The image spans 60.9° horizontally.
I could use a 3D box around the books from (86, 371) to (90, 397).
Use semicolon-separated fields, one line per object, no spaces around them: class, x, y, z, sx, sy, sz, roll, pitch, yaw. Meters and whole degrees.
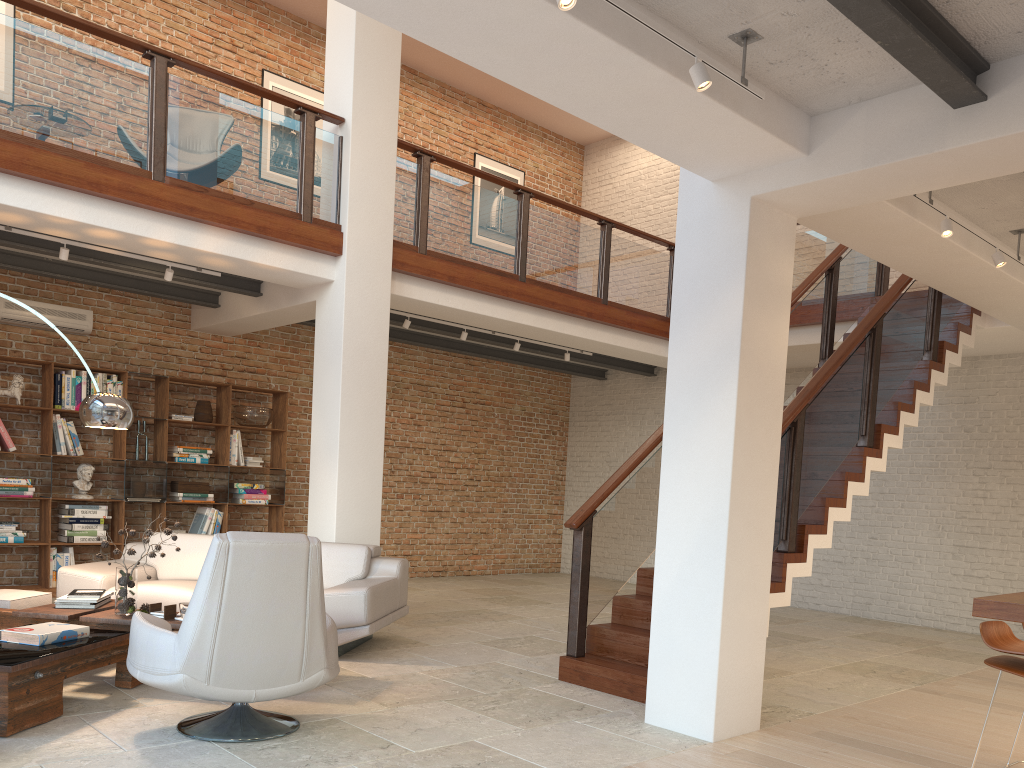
books;-4.114;0.079;8.380;0.036;0.384;0.242;0;3;-43

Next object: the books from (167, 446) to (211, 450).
books;-3.380;0.669;9.114;0.358;0.020;0.271;10;-9;-44

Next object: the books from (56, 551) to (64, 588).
books;-4.361;1.772;8.344;0.057;0.330;0.253;0;2;-43

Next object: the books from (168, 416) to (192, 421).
books;-3.416;0.362;8.964;0.207;0.034;0.132;9;-9;-42

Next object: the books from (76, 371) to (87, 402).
books;-4.134;0.074;8.348;0.036;0.384;0.242;0;3;-43

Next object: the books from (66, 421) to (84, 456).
books;-4.212;0.523;8.334;0.158;0.329;0.253;1;1;-43

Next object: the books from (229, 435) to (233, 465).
books;-3.085;0.708;9.373;0.055;0.330;0.253;0;2;-43

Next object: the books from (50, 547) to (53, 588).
books;-4.416;1.734;8.280;0.036;0.384;0.242;0;3;-43

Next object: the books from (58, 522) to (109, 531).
books;-4.158;1.383;8.467;0.243;0.064;0.383;-1;-8;34

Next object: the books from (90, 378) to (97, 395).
books;-4.071;0.112;8.403;0.055;0.330;0.253;0;2;-43

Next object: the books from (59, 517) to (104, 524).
books;-4.167;1.318;8.436;0.254;0.055;0.329;-3;-9;42

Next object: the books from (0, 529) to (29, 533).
books;-4.679;1.348;7.998;0.243;0.018;0.382;-3;-9;40

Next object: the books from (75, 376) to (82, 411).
books;-4.184;0.097;8.332;0.055;0.330;0.253;0;2;-43

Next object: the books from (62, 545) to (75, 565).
books;-4.283;1.758;8.434;0.079;0.385;0.242;0;3;-43

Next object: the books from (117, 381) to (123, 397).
books;-3.910;0.143;8.594;0.055;0.330;0.253;0;2;-43

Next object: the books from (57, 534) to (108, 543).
books;-4.170;1.502;8.466;0.243;0.064;0.382;-2;-9;41

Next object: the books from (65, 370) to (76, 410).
books;-4.207;0.063;8.288;0.036;0.384;0.242;0;3;-43

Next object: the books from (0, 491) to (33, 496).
books;-4.638;0.993;7.993;0.243;0.036;0.382;-3;-9;42

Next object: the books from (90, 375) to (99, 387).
books;-4.052;0.103;8.439;0.021;0.359;0.270;0;2;-43

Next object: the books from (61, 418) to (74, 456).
books;-4.267;0.506;8.290;0.125;0.349;0.270;1;1;-43

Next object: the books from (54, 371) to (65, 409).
books;-4.280;0.067;8.241;0.021;0.359;0.270;0;2;-43

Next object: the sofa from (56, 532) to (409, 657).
sofa;-2.035;1.554;6.594;2.327;0.757;1.149;2;-4;7

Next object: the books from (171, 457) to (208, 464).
books;-3.376;0.800;9.119;0.328;0.055;0.254;7;-8;-32

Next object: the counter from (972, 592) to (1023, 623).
counter;3.230;1.330;3.074;1.697;0.918;2.490;7;-7;-42

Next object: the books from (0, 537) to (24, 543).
books;-4.681;1.423;8.007;0.328;0.055;0.254;7;-8;-32

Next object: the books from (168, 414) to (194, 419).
books;-3.424;0.335;8.963;0.170;0.019;0.238;-3;-9;40

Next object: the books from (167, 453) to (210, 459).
books;-3.394;0.751;9.108;0.382;0.036;0.244;9;-9;-42

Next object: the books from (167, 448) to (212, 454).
books;-3.366;0.697;9.103;0.243;0.036;0.382;-3;-9;41

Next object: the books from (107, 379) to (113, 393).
books;-3.966;0.131;8.512;0.055;0.330;0.253;0;2;-43

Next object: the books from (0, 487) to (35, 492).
books;-4.623;0.958;7.993;0.243;0.036;0.382;-3;-9;41

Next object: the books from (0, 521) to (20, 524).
books;-4.681;1.270;8.001;0.254;0.017;0.162;9;-9;-42

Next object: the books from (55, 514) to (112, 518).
books;-4.162;1.283;8.454;0.447;0.020;0.271;9;-9;-42

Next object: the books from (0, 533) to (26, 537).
books;-4.699;1.374;7.996;0.382;0.036;0.244;9;-9;-42

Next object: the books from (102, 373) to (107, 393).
books;-4.003;0.098;8.483;0.036;0.384;0.242;0;3;-43

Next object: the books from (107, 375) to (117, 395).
books;-3.934;0.109;8.547;0.036;0.384;0.242;0;3;-43

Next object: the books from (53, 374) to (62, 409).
books;-4.310;0.077;8.216;0.055;0.330;0.253;0;2;-43

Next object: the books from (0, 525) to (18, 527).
books;-4.703;1.296;8.012;0.170;0.019;0.238;-3;-9;40

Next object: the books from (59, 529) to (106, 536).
books;-4.180;1.443;8.475;0.364;0.055;0.282;9;-9;-40

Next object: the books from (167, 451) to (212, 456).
books;-3.375;0.725;9.110;0.243;0.018;0.382;-3;-9;40

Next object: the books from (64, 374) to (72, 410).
books;-4.240;0.085;8.255;0.055;0.330;0.253;0;2;-43

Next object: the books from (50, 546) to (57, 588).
books;-4.400;1.740;8.317;0.036;0.384;0.242;0;3;-43

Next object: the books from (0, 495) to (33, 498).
books;-4.637;1.024;8.006;0.358;0.020;0.271;9;-9;-42

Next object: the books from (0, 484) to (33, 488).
books;-4.637;0.930;8.004;0.358;0.020;0.271;10;-9;-44

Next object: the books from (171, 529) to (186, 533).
books;-3.517;1.541;9.102;0.205;0.034;0.133;-3;-9;42

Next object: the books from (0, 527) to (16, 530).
books;-4.695;1.323;8.012;0.207;0.034;0.132;9;-9;-42

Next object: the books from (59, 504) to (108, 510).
books;-4.163;1.190;8.461;0.382;0.036;0.244;9;-9;-42

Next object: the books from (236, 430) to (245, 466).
books;-3.002;0.698;9.476;0.101;0.384;0.242;0;2;-43

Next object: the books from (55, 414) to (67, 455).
books;-4.298;0.482;8.245;0.103;0.384;0.242;0;2;-43

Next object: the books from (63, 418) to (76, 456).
books;-4.257;0.509;8.311;0.125;0.349;0.270;1;1;-43

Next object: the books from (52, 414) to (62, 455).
books;-4.342;0.478;8.237;0.101;0.384;0.242;0;2;-43

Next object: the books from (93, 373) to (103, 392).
books;-4.039;0.094;8.468;0.036;0.384;0.242;0;3;-43

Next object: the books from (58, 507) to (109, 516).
books;-4.165;1.242;8.470;0.243;0.064;0.382;-2;-8;41

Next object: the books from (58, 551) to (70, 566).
books;-4.316;1.777;8.378;0.055;0.330;0.253;0;2;-43

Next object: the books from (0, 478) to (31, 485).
books;-4.627;0.892;8.006;0.329;0.055;0.254;9;-8;-40
